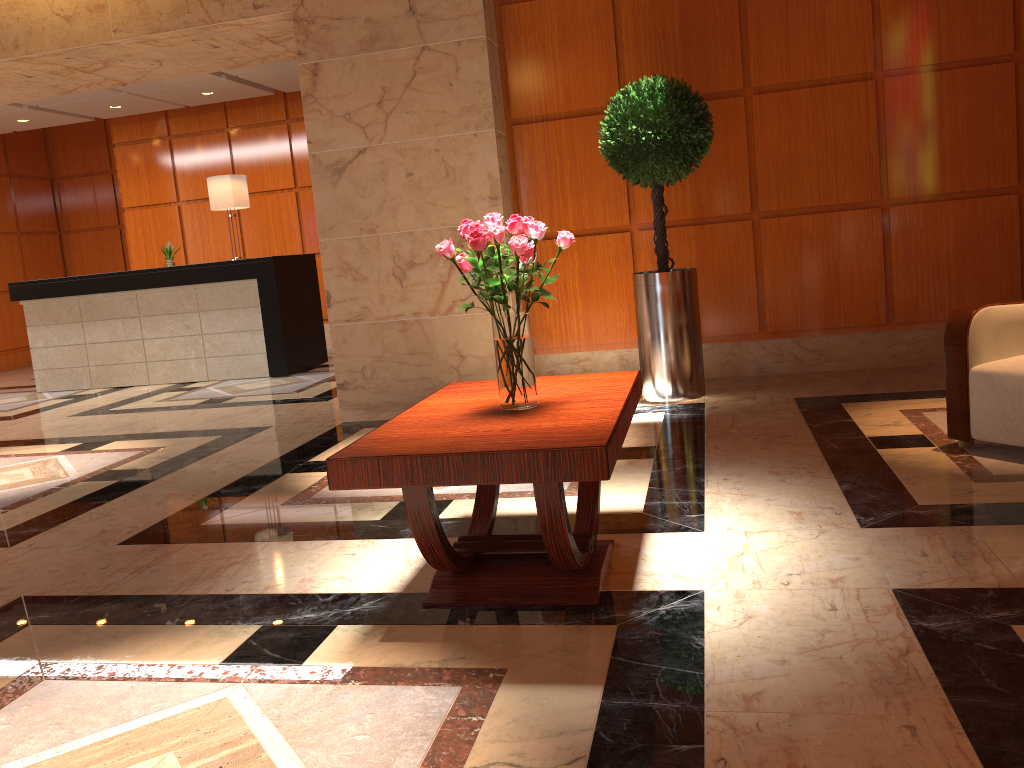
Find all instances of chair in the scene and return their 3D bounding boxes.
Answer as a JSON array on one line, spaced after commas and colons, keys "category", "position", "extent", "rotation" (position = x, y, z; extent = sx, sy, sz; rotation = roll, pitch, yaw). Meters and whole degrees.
[{"category": "chair", "position": [2.241, -0.221, 3.524], "extent": [0.630, 0.956, 0.739], "rotation": [-9, 8, -28]}]

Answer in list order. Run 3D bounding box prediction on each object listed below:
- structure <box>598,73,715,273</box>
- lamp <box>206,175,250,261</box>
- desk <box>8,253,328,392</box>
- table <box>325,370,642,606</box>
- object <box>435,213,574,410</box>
[{"category": "structure", "position": [0.915, -1.027, 5.434], "extent": [0.722, 1.704, 0.724], "rotation": [-7, 7, -9]}, {"category": "lamp", "position": [-2.766, -1.630, 8.749], "extent": [0.372, 0.816, 0.374], "rotation": [0, 9, 38]}, {"category": "desk", "position": [-3.507, -0.626, 9.124], "extent": [2.924, 1.136, 0.947], "rotation": [-4, 8, 13]}, {"category": "table", "position": [0.021, 0.333, 2.778], "extent": [0.724, 0.531, 1.174], "rotation": [-4, 9, 13]}, {"category": "object", "position": [-0.007, -0.223, 2.692], "extent": [0.326, 0.593, 0.352], "rotation": [-1, 9, 33]}]
